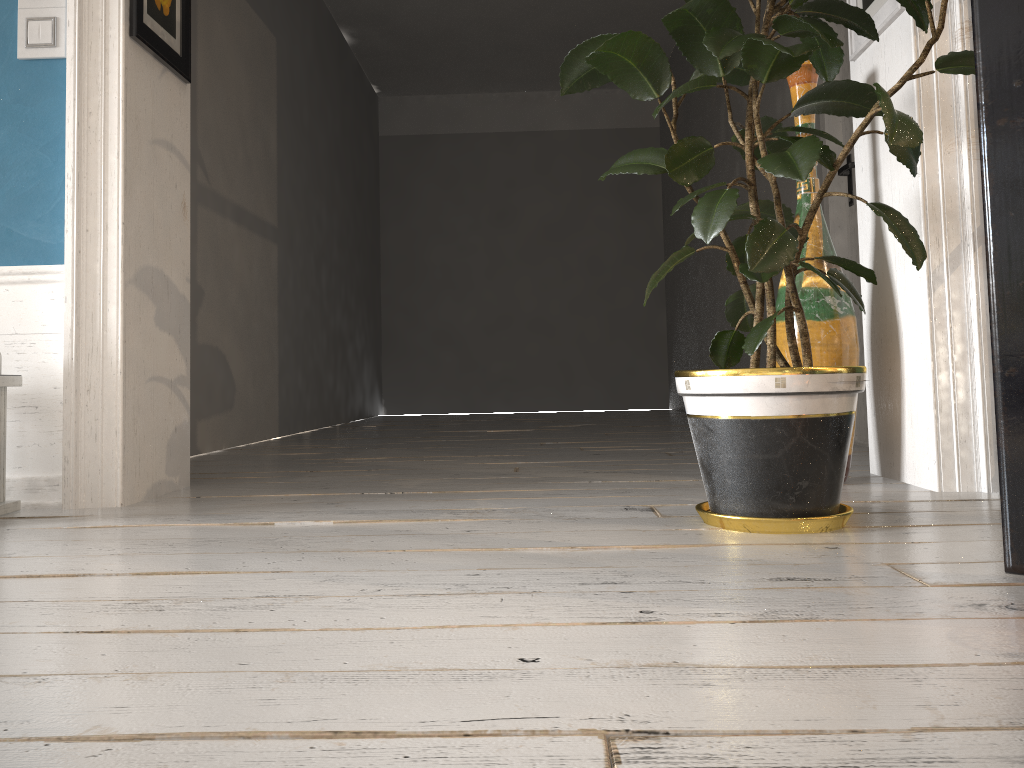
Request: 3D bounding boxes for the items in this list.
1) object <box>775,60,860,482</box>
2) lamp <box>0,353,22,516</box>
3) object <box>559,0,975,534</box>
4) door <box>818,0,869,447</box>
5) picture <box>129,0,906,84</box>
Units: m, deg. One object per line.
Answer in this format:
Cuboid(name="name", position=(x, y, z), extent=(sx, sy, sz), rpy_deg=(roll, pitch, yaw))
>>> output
Cuboid(name="object", position=(0.790, -0.305, 2.334), extent=(0.216, 1.128, 0.215), rpy_deg=(-1, -4, -4))
Cuboid(name="lamp", position=(-1.322, 0.066, 1.986), extent=(0.287, 0.479, 0.286), rpy_deg=(-1, -3, 1))
Cuboid(name="object", position=(0.574, -0.629, 0.166), extent=(1.011, 1.800, 3.887), rpy_deg=(-1, -1, 1))
Cuboid(name="door", position=(1.385, -0.914, 3.225), extent=(0.178, 2.316, 1.033), rpy_deg=(-1, -3, 2))
Cuboid(name="picture", position=(-0.001, -1.281, 2.416), extent=(1.945, 0.756, 0.357), rpy_deg=(-1, -3, 2))
